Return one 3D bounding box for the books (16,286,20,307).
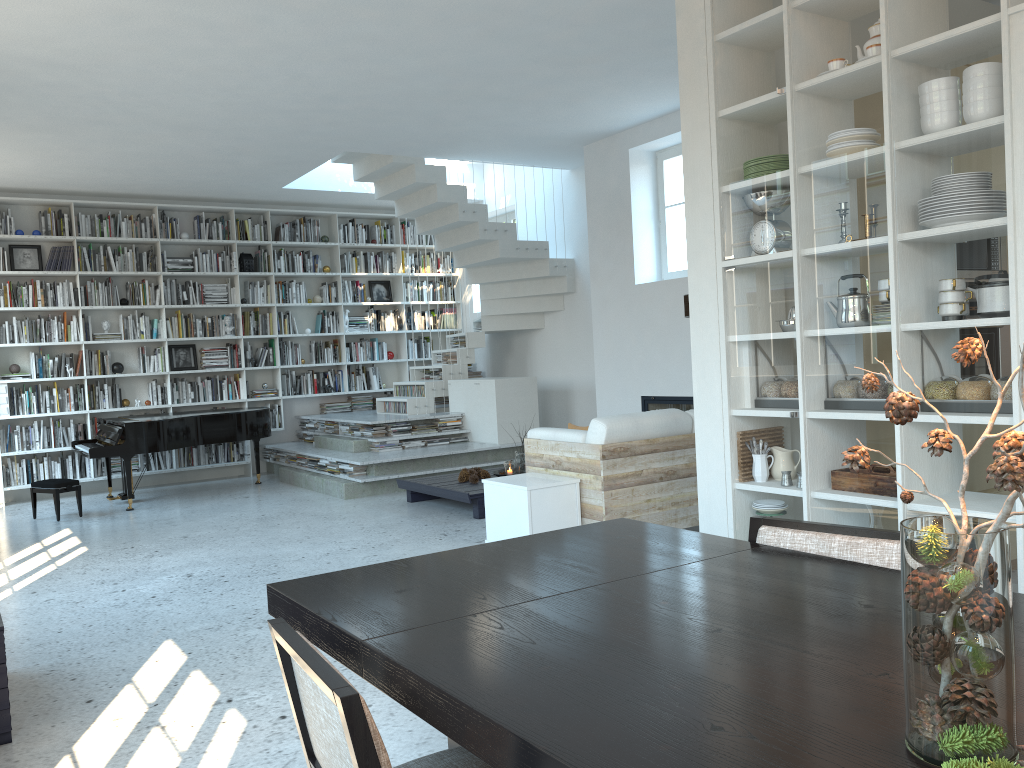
[{"bbox_3d":[-5.144,-0.898,9.229,0.012,0.230,0.149,-5,3,-33],"label":"books"}]

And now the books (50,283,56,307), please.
[{"bbox_3d":[-4.869,-0.933,9.409,0.035,0.261,0.131,-5,3,-33],"label":"books"}]

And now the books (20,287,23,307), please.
[{"bbox_3d":[-5.114,-0.893,9.229,0.014,0.218,0.164,-5,3,-33],"label":"books"}]

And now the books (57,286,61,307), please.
[{"bbox_3d":[-4.819,-0.921,9.415,0.030,0.231,0.172,-5,3,-33],"label":"books"}]

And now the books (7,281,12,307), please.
[{"bbox_3d":[-5.202,-0.918,9.178,0.020,0.281,0.164,-5,3,-33],"label":"books"}]

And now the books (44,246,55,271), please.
[{"bbox_3d":[-4.896,-1.306,9.379,0.110,0.280,0.174,-5,3,-33],"label":"books"}]

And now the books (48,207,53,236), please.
[{"bbox_3d":[-4.893,-1.698,9.398,0.014,0.321,0.136,-5,3,-33],"label":"books"}]

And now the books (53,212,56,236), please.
[{"bbox_3d":[-4.856,-1.671,9.390,0.010,0.263,0.156,-5,3,-33],"label":"books"}]

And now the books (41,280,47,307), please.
[{"bbox_3d":[-4.939,-0.941,9.356,0.025,0.286,0.161,-5,3,-33],"label":"books"}]

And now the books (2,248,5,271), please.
[{"bbox_3d":[-5.249,-1.266,9.139,0.011,0.250,0.168,-5,3,-33],"label":"books"}]

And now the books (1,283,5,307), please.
[{"bbox_3d":[-5.251,-0.905,9.149,0.010,0.263,0.151,-5,3,-33],"label":"books"}]

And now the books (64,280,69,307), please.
[{"bbox_3d":[-4.749,-0.957,9.451,0.012,0.291,0.182,-5,3,-33],"label":"books"}]

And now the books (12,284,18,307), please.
[{"bbox_3d":[-5.167,-0.905,9.209,0.047,0.250,0.134,-5,3,-33],"label":"books"}]

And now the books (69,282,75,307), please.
[{"bbox_3d":[-4.715,-0.946,9.484,0.035,0.264,0.177,-5,3,-33],"label":"books"}]

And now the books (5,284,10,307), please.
[{"bbox_3d":[-5.212,-0.903,9.167,0.014,0.253,0.187,-5,3,-33],"label":"books"}]

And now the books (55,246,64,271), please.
[{"bbox_3d":[-4.808,-1.314,9.423,0.097,0.283,0.174,-5,3,-33],"label":"books"}]

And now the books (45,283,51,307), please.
[{"bbox_3d":[-4.906,-0.931,9.381,0.029,0.261,0.157,-5,3,-33],"label":"books"}]

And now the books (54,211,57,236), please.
[{"bbox_3d":[-4.848,-1.677,9.396,0.011,0.274,0.183,-5,3,-33],"label":"books"}]

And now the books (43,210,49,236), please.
[{"bbox_3d":[-4.917,-1.674,9.352,0.024,0.280,0.187,-5,3,-33],"label":"books"}]

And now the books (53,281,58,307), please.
[{"bbox_3d":[-4.841,-0.945,9.406,0.012,0.281,0.188,-5,3,-33],"label":"books"}]

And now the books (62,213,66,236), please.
[{"bbox_3d":[-4.789,-1.675,9.454,0.022,0.260,0.152,-5,3,-33],"label":"books"}]

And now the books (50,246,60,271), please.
[{"bbox_3d":[-4.854,-1.309,9.397,0.110,0.280,0.174,-5,3,-33],"label":"books"}]

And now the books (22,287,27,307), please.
[{"bbox_3d":[-5.085,-0.895,9.248,0.031,0.217,0.173,-5,3,-33],"label":"books"}]

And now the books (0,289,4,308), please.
[{"bbox_3d":[-5.256,-0.871,9.127,0.026,0.195,0.175,-5,3,-33],"label":"books"}]

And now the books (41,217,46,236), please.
[{"bbox_3d":[-4.940,-1.642,9.343,0.028,0.218,0.153,-5,3,-33],"label":"books"}]

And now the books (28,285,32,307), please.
[{"bbox_3d":[-5.047,-0.909,9.284,0.047,0.238,0.162,-5,3,-33],"label":"books"}]

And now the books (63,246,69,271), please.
[{"bbox_3d":[-4.775,-1.321,9.474,0.078,0.286,0.174,-5,3,-33],"label":"books"}]

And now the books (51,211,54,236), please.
[{"bbox_3d":[-4.872,-1.680,9.393,0.013,0.283,0.166,-5,3,-33],"label":"books"}]

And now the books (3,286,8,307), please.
[{"bbox_3d":[-5.231,-0.890,9.157,0.030,0.230,0.172,-5,3,-33],"label":"books"}]

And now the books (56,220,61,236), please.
[{"bbox_3d":[-4.821,-1.637,9.418,0.027,0.190,0.177,-5,3,-33],"label":"books"}]

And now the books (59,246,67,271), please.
[{"bbox_3d":[-4.792,-1.320,9.458,0.078,0.286,0.174,-5,3,-33],"label":"books"}]

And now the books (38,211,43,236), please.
[{"bbox_3d":[-4.966,-1.670,9.341,0.013,0.278,0.151,-5,3,-33],"label":"books"}]

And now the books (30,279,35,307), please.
[{"bbox_3d":[-5.025,-0.943,9.301,0.014,0.304,0.151,-5,3,-33],"label":"books"}]

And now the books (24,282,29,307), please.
[{"bbox_3d":[-5.071,-0.924,9.263,0.014,0.273,0.180,-5,3,-33],"label":"books"}]

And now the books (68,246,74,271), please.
[{"bbox_3d":[-4.727,-1.324,9.483,0.078,0.286,0.174,-5,3,-33],"label":"books"}]

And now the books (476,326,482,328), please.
[{"bbox_3d":[-0.334,-0.714,11.087,0.150,0.017,0.288,-4,2,-18],"label":"books"}]

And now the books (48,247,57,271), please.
[{"bbox_3d":[-4.882,-1.307,9.399,0.110,0.280,0.174,-5,3,-33],"label":"books"}]

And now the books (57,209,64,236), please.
[{"bbox_3d":[-4.797,-1.692,9.421,0.025,0.297,0.163,-5,3,-33],"label":"books"}]

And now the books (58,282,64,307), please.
[{"bbox_3d":[-4.798,-0.939,9.428,0.022,0.263,0.174,-5,3,-33],"label":"books"}]

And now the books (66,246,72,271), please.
[{"bbox_3d":[-4.753,-1.322,9.482,0.078,0.286,0.174,-5,3,-33],"label":"books"}]

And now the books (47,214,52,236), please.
[{"bbox_3d":[-4.894,-1.661,9.366,0.028,0.249,0.155,-5,3,-33],"label":"books"}]

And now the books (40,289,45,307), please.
[{"bbox_3d":[-4.944,-0.894,9.321,0.029,0.195,0.192,-5,3,-33],"label":"books"}]

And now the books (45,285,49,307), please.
[{"bbox_3d":[-4.915,-0.915,9.358,0.013,0.232,0.171,-5,3,-33],"label":"books"}]

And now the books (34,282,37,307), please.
[{"bbox_3d":[-4.998,-0.928,9.296,0.023,0.271,0.187,-5,3,-33],"label":"books"}]

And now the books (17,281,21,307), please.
[{"bbox_3d":[-5.133,-0.922,9.231,0.012,0.277,0.150,-5,3,-33],"label":"books"}]

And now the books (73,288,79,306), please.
[{"bbox_3d":[-4.669,-0.918,9.484,0.039,0.202,0.236,-5,3,-33],"label":"books"}]

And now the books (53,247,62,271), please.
[{"bbox_3d":[-4.844,-1.310,9.424,0.110,0.280,0.174,-5,3,-33],"label":"books"}]

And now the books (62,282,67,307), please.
[{"bbox_3d":[-4.779,-0.943,9.466,0.024,0.266,0.155,-5,3,-33],"label":"books"}]

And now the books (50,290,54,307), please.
[{"bbox_3d":[-4.883,-0.895,9.395,0.022,0.186,0.136,-5,3,-33],"label":"books"}]

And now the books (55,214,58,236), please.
[{"bbox_3d":[-4.853,-1.668,9.427,0.013,0.254,0.129,-5,3,-33],"label":"books"}]

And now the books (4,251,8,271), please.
[{"bbox_3d":[-5.223,-1.250,9.145,0.012,0.214,0.185,-5,3,-33],"label":"books"}]

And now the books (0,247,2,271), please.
[{"bbox_3d":[-5.258,-1.270,9.122,0.023,0.258,0.183,-5,3,-33],"label":"books"}]

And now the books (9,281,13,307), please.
[{"bbox_3d":[-5.183,-0.918,9.178,0.011,0.277,0.164,-5,3,-33],"label":"books"}]

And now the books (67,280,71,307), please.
[{"bbox_3d":[-4.741,-0.957,9.470,0.022,0.289,0.169,-5,3,-33],"label":"books"}]

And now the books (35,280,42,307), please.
[{"bbox_3d":[-4.973,-0.937,9.306,0.030,0.286,0.185,-5,3,-33],"label":"books"}]

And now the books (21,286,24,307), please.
[{"bbox_3d":[-5.107,-0.899,9.242,0.011,0.229,0.170,-5,3,-33],"label":"books"}]

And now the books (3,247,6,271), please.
[{"bbox_3d":[-5.239,-1.270,9.144,0.012,0.255,0.166,-5,3,-33],"label":"books"}]

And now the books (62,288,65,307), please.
[{"bbox_3d":[-4.788,-0.912,9.449,0.013,0.206,0.172,-5,3,-33],"label":"books"}]
